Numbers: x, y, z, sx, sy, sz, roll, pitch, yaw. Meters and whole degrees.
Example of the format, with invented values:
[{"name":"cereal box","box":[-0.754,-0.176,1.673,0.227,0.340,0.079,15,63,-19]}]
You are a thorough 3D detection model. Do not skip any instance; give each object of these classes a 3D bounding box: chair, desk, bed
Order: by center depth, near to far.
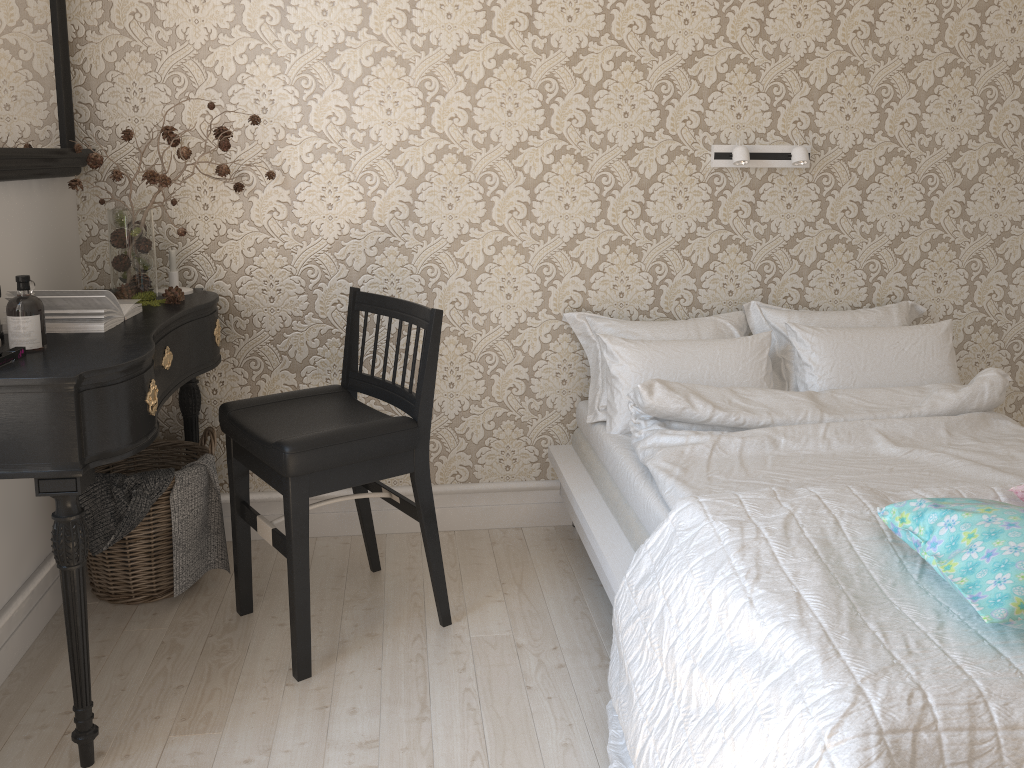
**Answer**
[{"name":"bed","box":[0.902,0.413,2.002,1.952,0.621,2.255,-1,14,-7]},{"name":"desk","box":[-1.017,0.249,2.221,0.436,0.809,1.126,-1,13,-7]},{"name":"chair","box":[-0.461,0.214,2.298,0.460,0.847,0.462,-8,13,-37]}]

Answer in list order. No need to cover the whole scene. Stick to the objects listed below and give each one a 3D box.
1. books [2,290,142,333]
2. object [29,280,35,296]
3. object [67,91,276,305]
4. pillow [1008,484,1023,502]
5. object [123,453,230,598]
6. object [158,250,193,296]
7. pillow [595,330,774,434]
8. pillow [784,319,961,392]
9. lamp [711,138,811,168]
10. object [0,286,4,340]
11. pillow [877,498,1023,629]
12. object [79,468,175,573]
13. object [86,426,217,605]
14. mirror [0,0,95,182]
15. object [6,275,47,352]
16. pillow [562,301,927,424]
[{"name":"books","box":[-1.065,-0.198,2.155,0.226,0.094,0.284,-1,14,-5]},{"name":"object","box":[-1.054,-0.159,1.927,0.054,0.136,0.055,7,12,31]},{"name":"object","box":[-0.932,-0.521,2.493,0.545,0.590,0.321,-8,14,-36]},{"name":"pillow","box":[1.140,0.255,1.604,0.395,0.199,0.359,7,15,25]},{"name":"object","box":[-1.022,0.380,2.524,0.351,0.350,0.294,8,14,31]},{"name":"object","box":[-0.997,-0.329,2.597,0.105,0.129,0.106,6,13,27]},{"name":"pillow","box":[0.537,0.004,2.660,0.561,0.299,0.207,-1,11,-7]},{"name":"pillow","box":[1.131,-0.034,2.734,0.564,0.303,0.205,-1,11,-7]},{"name":"lamp","box":[0.811,-0.736,2.813,0.324,0.092,0.117,-1,13,-7]},{"name":"object","box":[-1.153,-0.160,1.939,0.058,0.132,0.058,10,14,43]},{"name":"pillow","box":[0.878,0.306,1.485,0.381,0.166,0.369,0,14,-2]},{"name":"object","box":[-1.053,0.376,2.473,0.303,0.327,0.374,-1,12,-6]},{"name":"object","box":[-1.061,0.363,2.544,0.394,0.425,0.399,6,13,24]},{"name":"mirror","box":[-1.191,-0.750,2.022,0.066,0.562,1.140,-1,14,-7]},{"name":"object","box":[-1.021,-0.149,1.852,0.070,0.155,0.071,-2,10,-13]},{"name":"pillow","box":[0.803,-0.070,2.812,1.253,0.349,0.316,-1,12,-7]}]
